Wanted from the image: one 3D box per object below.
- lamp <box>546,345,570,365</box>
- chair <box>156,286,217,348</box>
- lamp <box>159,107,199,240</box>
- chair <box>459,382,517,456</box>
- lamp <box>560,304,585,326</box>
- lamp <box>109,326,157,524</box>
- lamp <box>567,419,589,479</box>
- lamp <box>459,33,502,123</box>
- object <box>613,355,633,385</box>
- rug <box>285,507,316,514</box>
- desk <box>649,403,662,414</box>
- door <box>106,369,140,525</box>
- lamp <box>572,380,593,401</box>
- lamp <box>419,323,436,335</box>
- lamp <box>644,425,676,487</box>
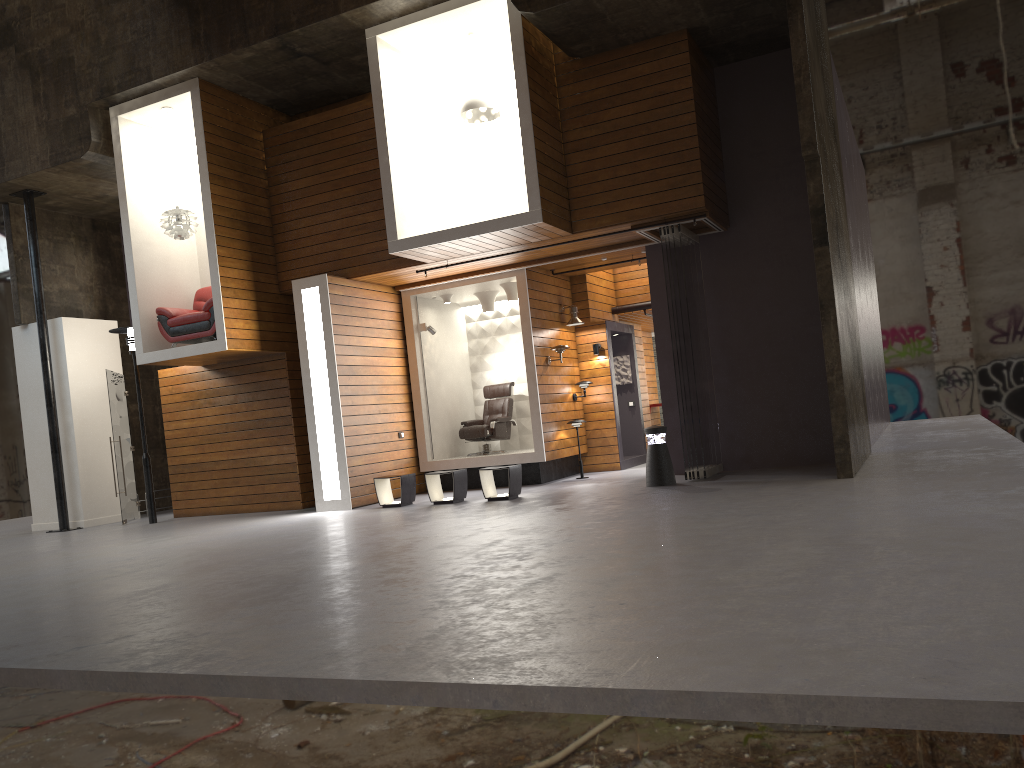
[{"bbox_3d":[0.661,-0.420,12.583,0.352,0.271,0.287,-7,-1,25],"label":"lamp"},{"bbox_3d":[-4.161,-0.974,12.269,1.203,0.937,0.951,-7,-1,25],"label":"chair"},{"bbox_3d":[-4.559,-2.843,11.943,0.511,1.774,0.488,-6,0,-11],"label":"lamp"},{"bbox_3d":[-0.373,0.541,13.698,0.757,1.071,0.823,-7,-1,40],"label":"chair"},{"bbox_3d":[0.905,-1.048,13.258,0.346,0.331,0.294,-7,-1,27],"label":"lamp"},{"bbox_3d":[-5.354,0.633,12.850,0.628,2.948,0.631,-6,0,-24],"label":"lamp"},{"bbox_3d":[0.969,0.932,12.762,0.288,0.862,0.287,-6,0,11],"label":"lamp"},{"bbox_3d":[-0.436,-3.749,10.748,0.531,0.987,0.529,-6,0,37],"label":"lamp"},{"bbox_3d":[1.806,-0.226,14.826,0.381,0.478,0.048,-6,0,25],"label":"object"},{"bbox_3d":[-2.523,1.724,12.634,0.541,0.014,1.575,-7,-3,25],"label":"rug"},{"bbox_3d":[3.288,0.861,17.999,0.846,0.985,1.714,-6,-2,25],"label":"desk"},{"bbox_3d":[-5.983,0.968,13.653,0.146,2.304,1.287,-6,0,-12],"label":"door"},{"bbox_3d":[1.079,0.096,13.396,0.327,0.297,0.287,-7,-1,25],"label":"lamp"},{"bbox_3d":[-1.246,-0.813,13.106,0.248,0.188,0.129,-6,-1,-6],"label":"lamp"},{"bbox_3d":[1.705,0.832,10.335,0.349,0.696,0.347,-6,0,31],"label":"lamp"}]
